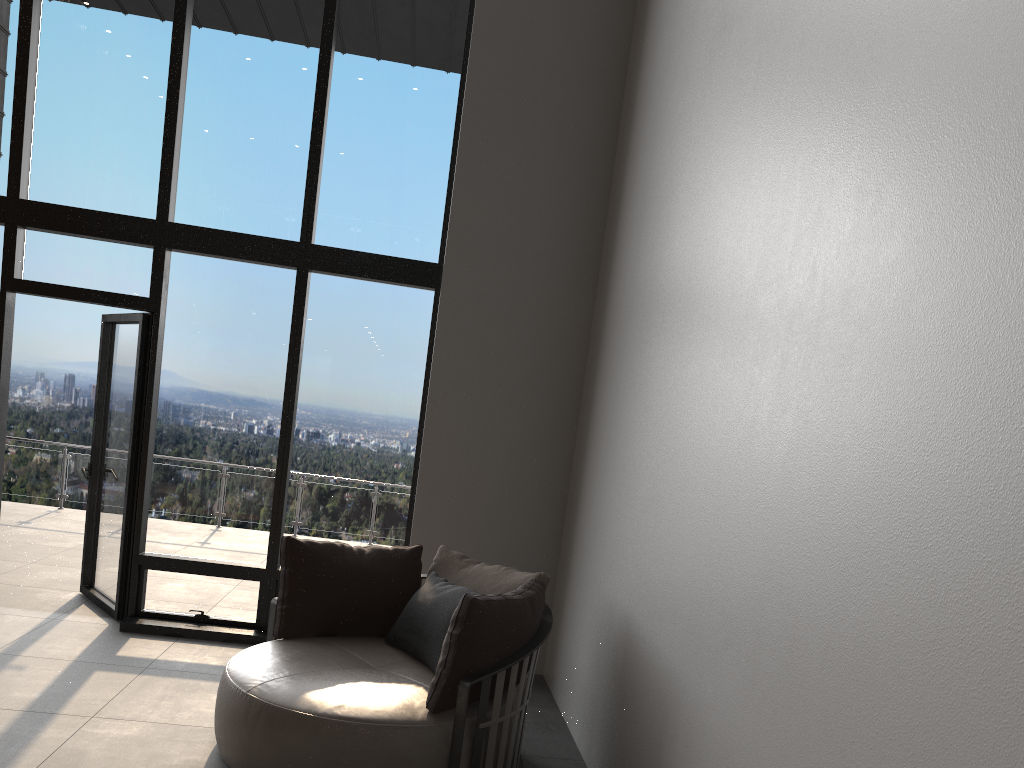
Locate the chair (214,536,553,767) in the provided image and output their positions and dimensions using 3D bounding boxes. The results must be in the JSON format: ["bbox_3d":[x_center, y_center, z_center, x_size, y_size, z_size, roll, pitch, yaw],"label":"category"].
[{"bbox_3d":[-0.565,1.251,4.050,1.437,0.910,1.478,8,-1,10],"label":"chair"}]
